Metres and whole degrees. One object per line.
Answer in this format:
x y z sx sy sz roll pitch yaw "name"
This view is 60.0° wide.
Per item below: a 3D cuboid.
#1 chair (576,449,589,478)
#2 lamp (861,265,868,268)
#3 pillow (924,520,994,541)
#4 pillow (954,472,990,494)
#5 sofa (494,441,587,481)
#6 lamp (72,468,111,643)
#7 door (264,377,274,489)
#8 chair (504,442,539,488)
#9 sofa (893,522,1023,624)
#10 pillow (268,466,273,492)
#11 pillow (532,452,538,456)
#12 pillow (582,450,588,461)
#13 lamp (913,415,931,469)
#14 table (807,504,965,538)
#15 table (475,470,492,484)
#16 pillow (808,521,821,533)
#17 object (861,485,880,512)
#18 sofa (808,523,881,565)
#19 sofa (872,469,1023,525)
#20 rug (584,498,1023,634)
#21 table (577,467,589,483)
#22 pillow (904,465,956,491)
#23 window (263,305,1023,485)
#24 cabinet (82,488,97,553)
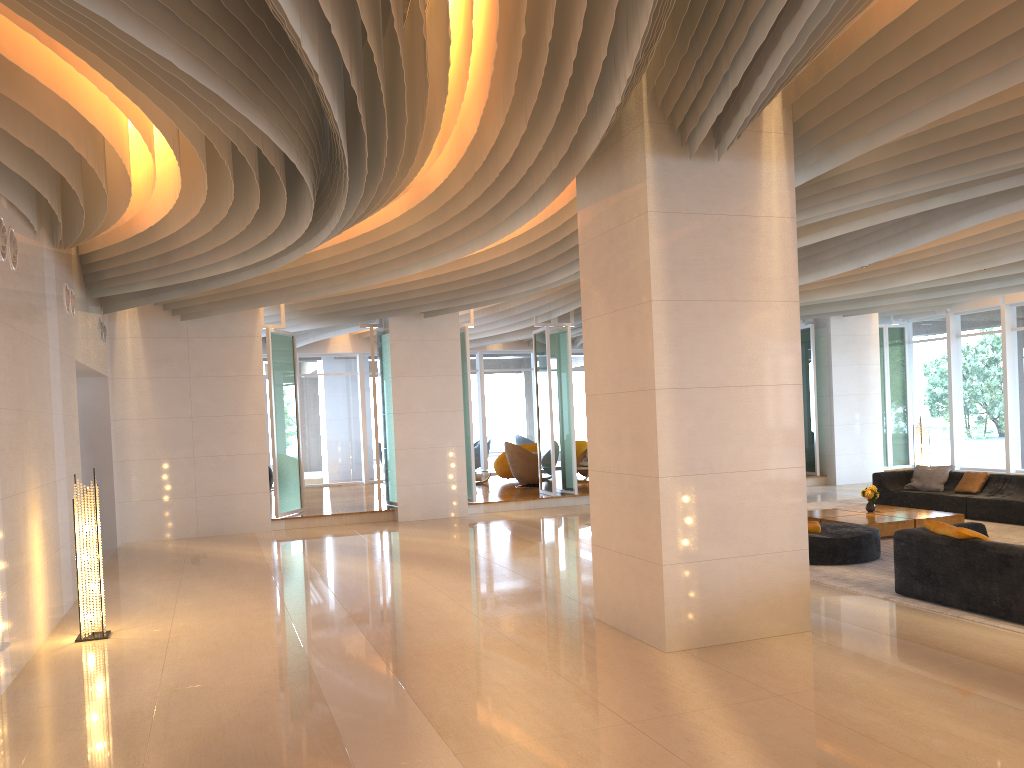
2.157 1.700 20.610 1.152 1.006 1.496 -2 -1 -32 "chair"
4.637 -2.300 11.736 0.088 1.507 0.090 -2 1 25 "lamp"
3.819 1.336 7.366 0.546 0.378 0.639 -3 -1 3 "pillow"
6.740 1.445 13.001 0.325 0.312 0.403 -2 -1 -22 "pillow"
0.770 1.849 21.555 2.597 0.902 1.094 -2 -1 -30 "sofa"
-3.610 1.442 7.565 0.253 1.452 0.247 -3 1 -20 "lamp"
-6.062 1.216 21.860 1.474 2.774 0.059 -3 1 -20 "door"
0.427 1.730 19.357 1.143 1.006 1.508 -2 -1 -12 "chair"
4.367 1.461 6.208 0.951 0.582 3.738 -2 -2 -19 "sofa"
-5.098 1.852 16.070 1.535 1.006 1.123 -2 -1 -22 "pillow"
0.492 1.594 19.037 0.479 0.455 0.611 -2 -1 -38 "pillow"
1.975 1.597 20.878 0.612 0.455 0.479 -3 -1 32 "pillow"
6.875 1.251 14.865 0.253 1.452 0.247 -3 1 -20 "lamp"
4.772 1.835 11.805 1.617 0.220 1.584 -2 -2 -20 "table"
-0.981 2.182 20.586 1.087 0.318 0.812 -2 -2 -13 "table"
3.231 1.577 9.906 0.407 0.136 0.420 -3 -2 14 "pillow"
4.844 1.540 11.986 0.234 0.377 0.267 -2 0 13 "object"
3.445 1.679 11.915 2.853 0.654 5.036 -2 -2 -19 "sofa"
6.777 1.591 12.543 0.951 0.582 3.738 -2 -2 -19 "sofa"
6.317 1.711 7.280 5.568 0.022 16.054 -2 -2 -19 "rug"
1.493 2.044 19.805 0.831 0.318 1.063 -1 -2 -38 "table"
6.485 1.458 13.796 0.556 0.378 0.628 -2 -2 -42 "pillow"
9.598 -0.152 10.620 53.627 3.222 22.489 -4 -3 36 "window"
-5.418 1.661 10.795 0.565 0.662 1.495 -2 -2 -19 "cabinet"
